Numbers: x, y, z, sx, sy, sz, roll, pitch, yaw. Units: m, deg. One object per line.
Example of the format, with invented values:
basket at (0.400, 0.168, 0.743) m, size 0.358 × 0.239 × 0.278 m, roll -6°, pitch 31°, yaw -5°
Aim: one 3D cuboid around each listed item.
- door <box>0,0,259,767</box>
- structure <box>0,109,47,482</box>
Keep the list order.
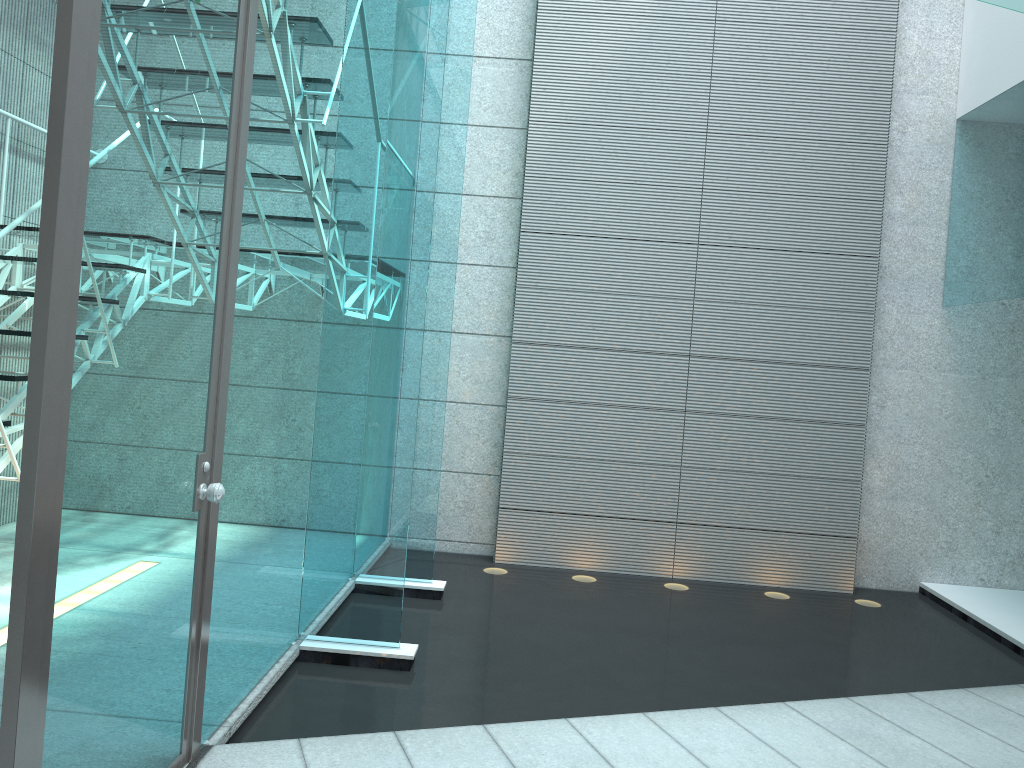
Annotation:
door at (-0.747, -0.043, 1.900) m, size 0.076 × 2.064 × 0.865 m, roll 4°, pitch 0°, yaw 2°
structure at (-1.513, -2.134, 3.570) m, size 1.910 × 6.008 × 3.295 m, roll 4°, pitch 0°, yaw 2°
